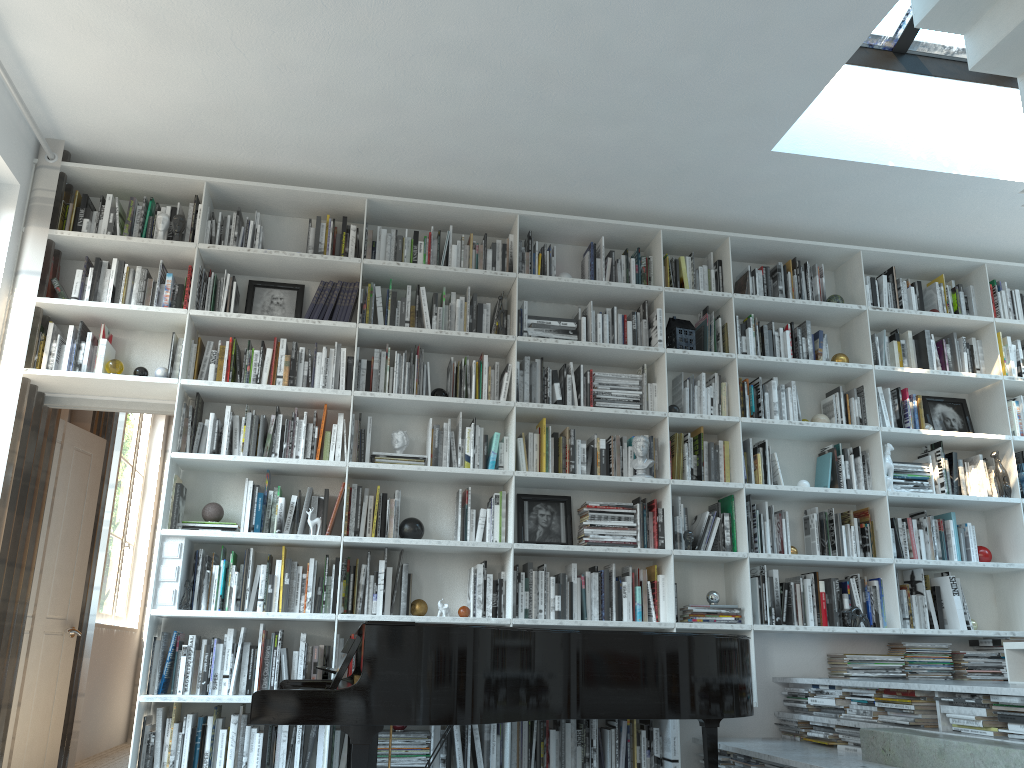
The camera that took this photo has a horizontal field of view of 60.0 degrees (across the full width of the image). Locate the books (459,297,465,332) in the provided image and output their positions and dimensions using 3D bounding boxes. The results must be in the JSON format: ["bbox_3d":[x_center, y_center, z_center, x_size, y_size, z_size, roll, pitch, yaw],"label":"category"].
[{"bbox_3d":[-0.290,-0.339,4.940,0.028,0.260,0.136,4,-17,-10],"label":"books"}]

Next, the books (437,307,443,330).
[{"bbox_3d":[-0.409,-0.311,4.901,0.028,0.179,0.168,4,-17,-10],"label":"books"}]

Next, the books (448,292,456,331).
[{"bbox_3d":[-0.338,-0.353,4.940,0.026,0.285,0.138,4,-17,-10],"label":"books"}]

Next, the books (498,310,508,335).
[{"bbox_3d":[-0.052,-0.295,4.987,0.028,0.211,0.135,4,-17,-10],"label":"books"}]

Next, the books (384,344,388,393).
[{"bbox_3d":[-0.684,-0.043,4.778,0.011,0.316,0.155,4,-17,-10],"label":"books"}]

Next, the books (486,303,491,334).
[{"bbox_3d":[-0.147,-0.315,4.969,0.025,0.236,0.153,4,-17,-10],"label":"books"}]

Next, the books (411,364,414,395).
[{"bbox_3d":[-0.545,0.017,4.797,0.012,0.216,0.133,4,-17,-10],"label":"books"}]

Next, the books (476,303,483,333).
[{"bbox_3d":[-0.191,-0.315,4.940,0.030,0.217,0.183,4,-17,-10],"label":"books"}]

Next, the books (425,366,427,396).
[{"bbox_3d":[-0.473,0.024,4.802,0.004,0.209,0.132,4,-17,-10],"label":"books"}]

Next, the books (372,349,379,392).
[{"bbox_3d":[-0.735,-0.032,4.753,0.026,0.278,0.151,4,-17,-10],"label":"books"}]

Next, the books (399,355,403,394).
[{"bbox_3d":[-0.606,-0.009,4.779,0.011,0.255,0.152,4,-17,-10],"label":"books"}]

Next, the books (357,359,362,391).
[{"bbox_3d":[-0.818,-0.005,4.725,0.015,0.207,0.186,4,-17,-10],"label":"books"}]

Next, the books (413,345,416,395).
[{"bbox_3d":[-0.535,-0.035,4.802,0.004,0.320,0.153,4,-17,-10],"label":"books"}]

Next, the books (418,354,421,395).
[{"bbox_3d":[-0.506,-0.016,4.800,0.004,0.283,0.167,4,-17,-10],"label":"books"}]

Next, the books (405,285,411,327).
[{"bbox_3d":[-0.579,-0.378,4.886,0.023,0.292,0.156,4,-17,-10],"label":"books"}]

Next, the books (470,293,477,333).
[{"bbox_3d":[-0.220,-0.346,4.965,0.022,0.289,0.147,4,-17,-10],"label":"books"}]

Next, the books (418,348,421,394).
[{"bbox_3d":[-0.511,-0.026,4.805,0.005,0.304,0.163,4,-17,-10],"label":"books"}]

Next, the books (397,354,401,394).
[{"bbox_3d":[-0.616,-0.013,4.778,0.010,0.261,0.170,4,-17,-10],"label":"books"}]

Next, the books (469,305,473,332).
[{"bbox_3d":[-0.243,-0.311,4.948,0.024,0.213,0.150,4,-17,-10],"label":"books"}]

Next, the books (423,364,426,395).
[{"bbox_3d":[-0.481,0.020,4.804,0.012,0.217,0.151,4,-17,-10],"label":"books"}]

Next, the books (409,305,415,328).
[{"bbox_3d":[-0.554,-0.319,4.884,0.034,0.180,0.160,4,-17,-10],"label":"books"}]

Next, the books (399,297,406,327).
[{"bbox_3d":[-0.605,-0.344,4.871,0.029,0.218,0.158,4,-17,-10],"label":"books"}]

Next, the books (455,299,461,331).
[{"bbox_3d":[-0.311,-0.330,4.913,0.021,0.225,0.192,4,-17,-10],"label":"books"}]

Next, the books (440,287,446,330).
[{"bbox_3d":[-0.388,-0.371,4.923,0.012,0.307,0.145,4,-17,-10],"label":"books"}]

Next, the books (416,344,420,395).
[{"bbox_3d":[-0.516,-0.038,4.809,0.005,0.330,0.162,4,-17,-10],"label":"books"}]

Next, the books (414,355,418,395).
[{"bbox_3d":[-0.527,-0.008,4.788,0.010,0.261,0.158,4,-17,-10],"label":"books"}]

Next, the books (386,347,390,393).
[{"bbox_3d":[-0.670,-0.033,4.754,0.010,0.282,0.184,4,-17,-10],"label":"books"}]

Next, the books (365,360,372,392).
[{"bbox_3d":[-0.775,0.000,4.757,0.024,0.218,0.140,4,-17,-10],"label":"books"}]

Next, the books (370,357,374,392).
[{"bbox_3d":[-0.754,-0.012,4.751,0.012,0.239,0.134,4,-17,-10],"label":"books"}]

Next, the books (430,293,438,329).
[{"bbox_3d":[-0.436,-0.352,4.915,0.027,0.264,0.169,4,-17,-10],"label":"books"}]

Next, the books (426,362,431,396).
[{"bbox_3d":[-0.456,0.013,4.801,0.031,0.231,0.148,4,-17,-10],"label":"books"}]

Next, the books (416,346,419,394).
[{"bbox_3d":[-0.522,-0.030,4.809,0.005,0.315,0.157,4,-17,-10],"label":"books"}]

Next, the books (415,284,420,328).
[{"bbox_3d":[-0.531,-0.379,4.915,0.013,0.314,0.135,4,-17,-10],"label":"books"}]

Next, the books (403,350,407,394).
[{"bbox_3d":[-0.584,-0.022,4.776,0.011,0.278,0.169,4,-17,-10],"label":"books"}]

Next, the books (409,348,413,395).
[{"bbox_3d":[-0.551,-0.026,4.782,0.011,0.290,0.177,4,-17,-10],"label":"books"}]

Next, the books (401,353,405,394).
[{"bbox_3d":[-0.593,-0.016,4.766,0.009,0.260,0.181,4,-17,-10],"label":"books"}]

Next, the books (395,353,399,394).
[{"bbox_3d":[-0.622,-0.016,4.753,0.012,0.251,0.184,4,-17,-10],"label":"books"}]

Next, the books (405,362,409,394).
[{"bbox_3d":[-0.573,0.010,4.761,0.011,0.208,0.181,4,-17,-10],"label":"books"}]

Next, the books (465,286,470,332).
[{"bbox_3d":[-0.255,-0.366,4.940,0.011,0.312,0.184,4,-17,-10],"label":"books"}]

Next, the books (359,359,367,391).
[{"bbox_3d":[-0.801,-0.004,4.755,0.029,0.224,0.137,4,-17,-10],"label":"books"}]

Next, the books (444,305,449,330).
[{"bbox_3d":[-0.376,-0.316,4.936,0.024,0.211,0.128,4,-17,-10],"label":"books"}]

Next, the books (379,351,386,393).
[{"bbox_3d":[-0.698,-0.022,4.755,0.024,0.261,0.178,4,-17,-10],"label":"books"}]

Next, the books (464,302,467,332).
[{"bbox_3d":[-0.270,-0.325,4.936,0.013,0.230,0.142,4,-17,-10],"label":"books"}]

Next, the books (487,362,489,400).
[{"bbox_3d":[-0.146,0.022,4.857,0.010,0.256,0.140,4,-17,-10],"label":"books"}]

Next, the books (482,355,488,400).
[{"bbox_3d":[-0.161,0.006,4.852,0.022,0.283,0.190,4,-17,-10],"label":"books"}]

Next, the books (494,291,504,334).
[{"bbox_3d":[-0.089,-0.348,4.970,0.058,0.301,0.175,4,-17,-10],"label":"books"}]

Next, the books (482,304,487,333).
[{"bbox_3d":[-0.167,-0.314,4.949,0.022,0.222,0.161,4,-17,-10],"label":"books"}]

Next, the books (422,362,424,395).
[{"bbox_3d":[-0.492,0.013,4.811,0.009,0.236,0.135,4,-17,-10],"label":"books"}]

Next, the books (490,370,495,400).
[{"bbox_3d":[-0.120,0.045,4.860,0.024,0.215,0.142,4,-17,-10],"label":"books"}]

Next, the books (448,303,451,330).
[{"bbox_3d":[-0.354,-0.321,4.914,0.010,0.208,0.174,4,-17,-10],"label":"books"}]

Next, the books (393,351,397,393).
[{"bbox_3d":[-0.632,-0.022,4.751,0.009,0.262,0.190,4,-17,-10],"label":"books"}]

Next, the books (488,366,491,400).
[{"bbox_3d":[-0.137,0.037,4.859,0.011,0.229,0.166,4,-17,-10],"label":"books"}]

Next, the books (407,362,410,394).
[{"bbox_3d":[-0.566,0.010,4.789,0.011,0.225,0.130,4,-17,-10],"label":"books"}]

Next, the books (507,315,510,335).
[{"bbox_3d":[-0.030,-0.283,4.995,0.019,0.193,0.098,4,-17,-10],"label":"books"}]

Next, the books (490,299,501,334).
[{"bbox_3d":[-0.104,-0.331,4.962,0.055,0.263,0.167,4,-17,-10],"label":"books"}]

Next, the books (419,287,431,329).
[{"bbox_3d":[-0.483,-0.370,4.895,0.075,0.284,0.179,4,-17,-10],"label":"books"}]

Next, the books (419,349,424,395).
[{"bbox_3d":[-0.495,-0.022,4.785,0.011,0.286,0.189,4,-17,-10],"label":"books"}]

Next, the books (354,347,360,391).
[{"bbox_3d":[-0.834,-0.038,4.750,0.012,0.284,0.160,4,-17,-10],"label":"books"}]

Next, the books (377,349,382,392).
[{"bbox_3d":[-0.716,-0.030,4.753,0.012,0.275,0.157,4,-17,-10],"label":"books"}]

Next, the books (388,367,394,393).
[{"bbox_3d":[-0.655,0.020,4.760,0.029,0.186,0.149,4,-17,-10],"label":"books"}]
